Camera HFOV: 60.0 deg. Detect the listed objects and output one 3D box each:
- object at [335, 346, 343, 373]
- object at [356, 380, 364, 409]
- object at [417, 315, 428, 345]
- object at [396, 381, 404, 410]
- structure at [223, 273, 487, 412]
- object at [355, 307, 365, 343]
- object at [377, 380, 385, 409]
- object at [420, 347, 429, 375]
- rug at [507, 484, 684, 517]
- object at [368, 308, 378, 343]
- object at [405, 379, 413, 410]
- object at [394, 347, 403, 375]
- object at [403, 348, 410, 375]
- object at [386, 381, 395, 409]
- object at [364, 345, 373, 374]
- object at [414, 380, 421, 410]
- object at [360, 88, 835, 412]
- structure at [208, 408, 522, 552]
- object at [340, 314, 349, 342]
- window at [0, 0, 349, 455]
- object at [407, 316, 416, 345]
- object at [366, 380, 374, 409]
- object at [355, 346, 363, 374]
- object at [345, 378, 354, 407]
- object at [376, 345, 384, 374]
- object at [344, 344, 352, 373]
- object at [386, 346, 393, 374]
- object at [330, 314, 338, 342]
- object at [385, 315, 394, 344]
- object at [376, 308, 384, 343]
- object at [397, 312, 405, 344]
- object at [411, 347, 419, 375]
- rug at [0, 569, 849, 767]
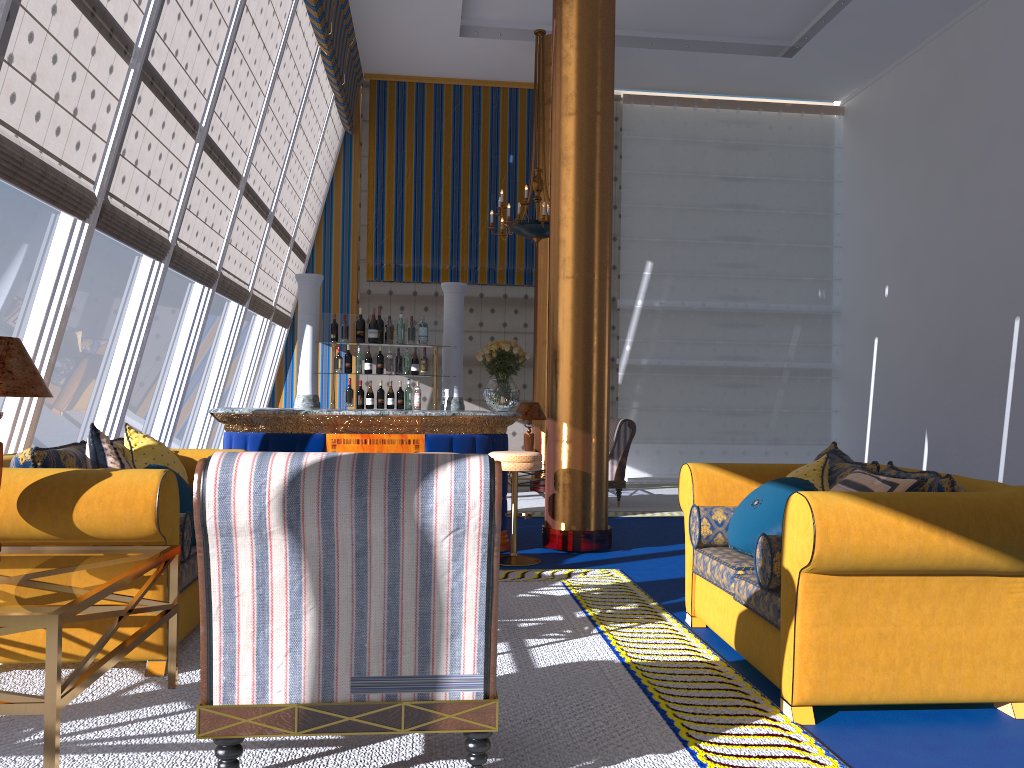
[{"bbox_3d":[-1.455,-0.204,7.450,0.067,0.225,0.065,2,-1,-37],"label":"object"},{"bbox_3d":[-1.286,0.091,7.531,0.065,0.244,0.065,1,-1,-2],"label":"object"},{"bbox_3d":[-0.770,-0.468,7.681,0.092,0.259,0.091,1,-1,-23],"label":"object"},{"bbox_3d":[-0.959,0.098,7.623,0.066,0.244,0.065,1,-1,-25],"label":"object"},{"bbox_3d":[-1.318,0.183,7.662,2.324,2.195,0.765,1,-1,-15],"label":"structure"},{"bbox_3d":[-1.285,-0.497,7.524,0.081,0.302,0.081,1,-1,0],"label":"object"},{"bbox_3d":[-1.118,0.090,7.556,0.066,0.244,0.065,1,-1,-25],"label":"object"},{"bbox_3d":[-0.754,-0.196,7.651,0.071,0.244,0.072,1,-1,15],"label":"object"},{"bbox_3d":[-0.205,1.364,10.613,6.273,0.011,3.585,1,-1,-7],"label":"rug"},{"bbox_3d":[-1.179,-0.494,7.536,0.085,0.302,0.085,1,-1,-12],"label":"object"},{"bbox_3d":[-0.892,0.089,7.663,0.068,0.269,0.069,0,-1,45],"label":"object"},{"bbox_3d":[-0.974,-0.196,7.599,0.072,0.232,0.071,1,-1,-27],"label":"object"},{"bbox_3d":[-0.905,-0.195,7.629,0.058,0.230,0.059,0,-1,43],"label":"object"},{"bbox_3d":[-1.038,0.093,7.593,0.069,0.244,0.068,1,-1,-25],"label":"object"},{"bbox_3d":[-1.217,-0.206,7.520,0.069,0.244,0.068,1,-1,-25],"label":"object"},{"bbox_3d":[-0.816,0.095,7.681,0.061,0.258,0.061,1,-1,-6],"label":"object"},{"bbox_3d":[1.565,-6.916,5.490,63.267,33.597,63.291,1,-1,1],"label":"object"},{"bbox_3d":[-1.051,0.728,6.609,2.326,1.065,0.765,1,-1,-17],"label":"structure"},{"bbox_3d":[-1.425,-0.472,7.565,0.071,0.246,0.073,0,-1,43],"label":"object"},{"bbox_3d":[-2.350,-1.726,5.280,1.622,5.855,15.431,1,-1,-5],"label":"window"},{"bbox_3d":[-0.864,-0.462,7.630,0.071,0.246,0.073,0,-1,43],"label":"object"},{"bbox_3d":[-1.206,0.092,7.542,0.069,0.244,0.068,1,-1,-25],"label":"object"},{"bbox_3d":[-1.295,-0.203,7.509,0.058,0.230,0.059,0,-1,43],"label":"object"},{"bbox_3d":[-1.370,0.071,7.486,0.072,0.242,0.070,1,-1,-24],"label":"object"},{"bbox_3d":[-1.122,-0.207,7.547,0.066,0.244,0.065,1,-1,-25],"label":"object"},{"bbox_3d":[-1.381,-0.212,7.485,0.066,0.244,0.065,1,-1,-25],"label":"object"},{"bbox_3d":[-1.045,-0.203,7.560,0.057,0.239,0.056,1,-1,-32],"label":"object"},{"bbox_3d":[-1.504,-0.474,7.513,0.065,0.244,0.065,1,-1,-2],"label":"object"},{"bbox_3d":[-1.047,-0.463,7.577,0.077,0.247,0.075,2,-1,-42],"label":"object"},{"bbox_3d":[-1.132,-0.494,7.567,0.081,0.302,0.081,1,-1,11],"label":"object"},{"bbox_3d":[-0.950,-0.476,7.582,0.069,0.271,0.069,1,-1,5],"label":"object"},{"bbox_3d":[-0.834,-0.197,7.638,0.069,0.244,0.068,1,-1,-25],"label":"object"},{"bbox_3d":[-0.744,1.170,2.772,3.601,0.010,6.242,1,-1,-6],"label":"rug"}]
